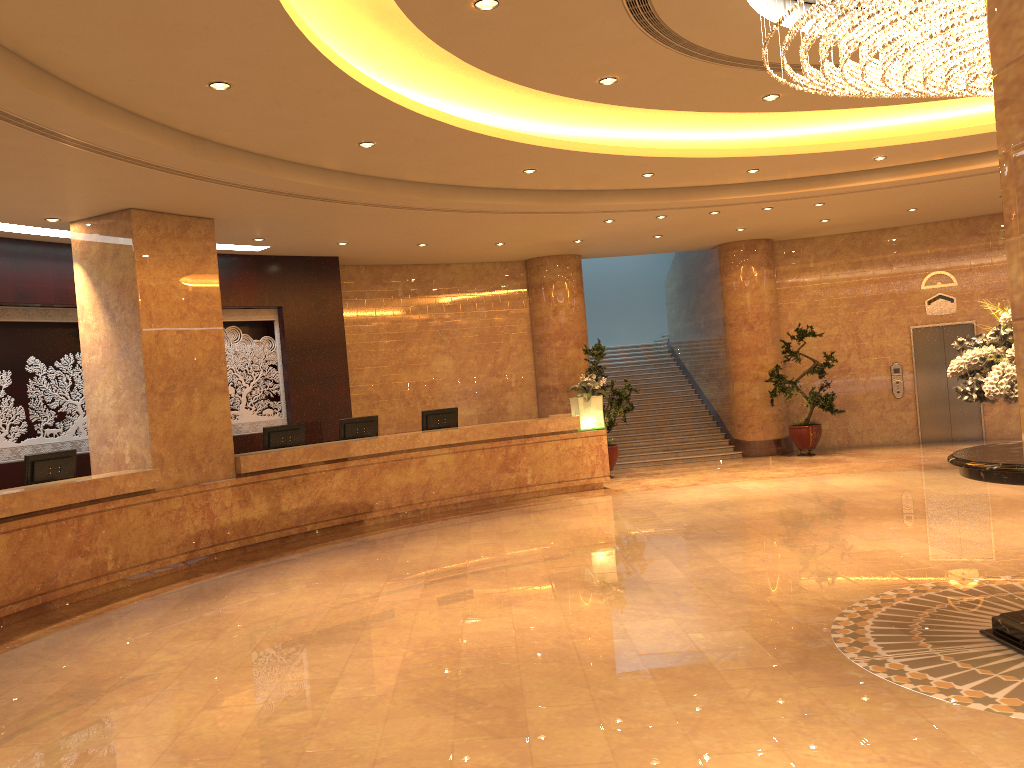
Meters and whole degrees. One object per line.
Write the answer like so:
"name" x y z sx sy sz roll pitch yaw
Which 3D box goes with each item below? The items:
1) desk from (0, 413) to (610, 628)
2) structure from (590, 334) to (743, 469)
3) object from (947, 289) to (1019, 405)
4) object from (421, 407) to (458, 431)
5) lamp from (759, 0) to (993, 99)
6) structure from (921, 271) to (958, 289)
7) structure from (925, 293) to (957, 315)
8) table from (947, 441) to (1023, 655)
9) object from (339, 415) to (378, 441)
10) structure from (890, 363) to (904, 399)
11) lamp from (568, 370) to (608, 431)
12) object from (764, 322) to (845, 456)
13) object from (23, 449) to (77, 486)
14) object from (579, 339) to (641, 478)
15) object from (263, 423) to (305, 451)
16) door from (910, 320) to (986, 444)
"desk" -3.014 1.421 9.752 3.466 1.155 12.951 -5 0 33
"structure" 2.600 -1.304 19.726 9.849 5.560 7.472 -5 0 -2
"object" 3.274 -0.116 5.114 1.318 0.999 1.277 -5 0 29
"object" -1.068 0.620 13.215 0.531 0.500 0.430 -5 0 6
"lamp" 3.109 -2.356 5.183 3.204 1.196 3.206 -5 0 35
"structure" 7.688 -1.887 15.978 0.600 0.293 0.010 -5 0 23
"structure" 7.726 -1.442 15.981 0.504 0.405 0.012 -5 0 23
"table" 3.392 0.921 5.138 1.493 1.089 1.493 -5 0 -9
"object" -2.148 0.715 12.463 0.531 0.500 0.430 -5 0 1
"structure" 7.066 -0.062 16.261 0.200 0.661 0.053 -5 0 20
"lamp" 1.208 0.245 13.766 0.606 0.897 0.532 -5 0 -23
"object" 5.171 0.098 15.721 1.250 2.363 0.843 -5 0 20
"object" -4.714 0.944 9.068 0.531 0.500 0.430 -5 0 -30
"object" 1.589 0.405 15.164 0.843 2.363 1.250 -5 0 -21
"object" -2.996 0.790 11.683 0.531 0.500 0.430 -5 0 -5
"door" 7.861 -0.022 16.024 1.070 2.145 0.150 -5 0 23
